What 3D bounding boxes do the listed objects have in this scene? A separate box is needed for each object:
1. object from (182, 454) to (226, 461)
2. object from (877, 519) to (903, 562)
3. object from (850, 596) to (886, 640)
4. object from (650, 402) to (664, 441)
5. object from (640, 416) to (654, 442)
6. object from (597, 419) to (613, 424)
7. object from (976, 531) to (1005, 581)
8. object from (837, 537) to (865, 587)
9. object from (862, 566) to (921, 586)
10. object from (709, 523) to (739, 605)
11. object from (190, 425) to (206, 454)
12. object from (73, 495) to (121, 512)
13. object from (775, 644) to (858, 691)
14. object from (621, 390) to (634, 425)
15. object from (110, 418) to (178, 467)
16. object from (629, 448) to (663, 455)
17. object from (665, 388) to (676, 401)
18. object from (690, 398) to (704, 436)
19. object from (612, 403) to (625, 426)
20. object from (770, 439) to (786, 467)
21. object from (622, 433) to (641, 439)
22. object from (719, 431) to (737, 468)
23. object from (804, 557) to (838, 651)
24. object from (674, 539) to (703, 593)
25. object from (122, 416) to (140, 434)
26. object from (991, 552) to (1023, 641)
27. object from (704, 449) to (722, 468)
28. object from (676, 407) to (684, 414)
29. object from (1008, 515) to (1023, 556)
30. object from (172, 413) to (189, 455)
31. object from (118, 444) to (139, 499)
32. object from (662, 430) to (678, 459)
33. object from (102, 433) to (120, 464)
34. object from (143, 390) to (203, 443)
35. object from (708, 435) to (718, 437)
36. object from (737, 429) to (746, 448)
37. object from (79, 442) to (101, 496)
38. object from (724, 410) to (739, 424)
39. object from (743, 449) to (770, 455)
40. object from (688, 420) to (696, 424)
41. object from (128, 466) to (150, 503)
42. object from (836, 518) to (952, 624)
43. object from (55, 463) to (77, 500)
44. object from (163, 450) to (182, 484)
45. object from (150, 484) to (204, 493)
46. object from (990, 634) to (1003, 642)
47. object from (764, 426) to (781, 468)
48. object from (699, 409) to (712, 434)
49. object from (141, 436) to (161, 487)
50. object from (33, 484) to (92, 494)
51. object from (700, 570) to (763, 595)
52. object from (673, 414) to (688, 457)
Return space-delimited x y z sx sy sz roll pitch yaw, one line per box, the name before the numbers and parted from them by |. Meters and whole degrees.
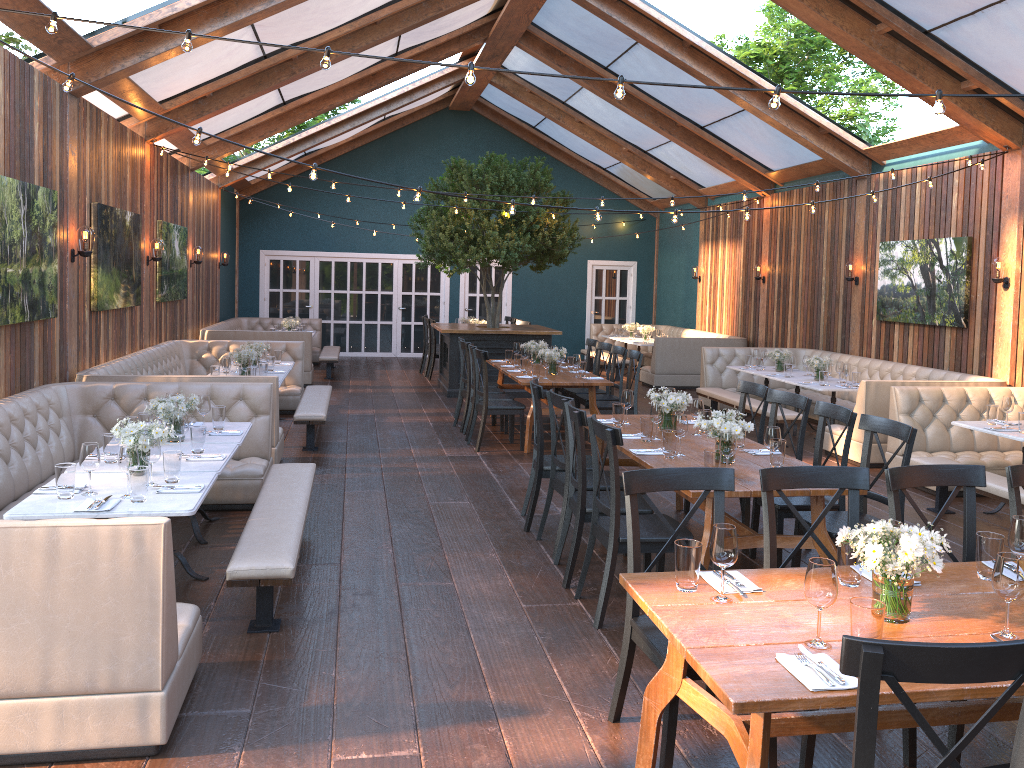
object | -1.780 0.418 5.082 0.255 0.019 0.158 0 7 -10
object | 1.262 0.582 2.957 0.092 0.243 0.092 4 4 32
object | 0.976 0.679 2.438 0.092 0.157 0.092 3 4 16
object | 0.944 0.241 5.770 0.092 0.243 0.092 4 4 32
object | 0.868 0.291 5.693 0.092 0.157 0.092 3 4 16
object | 0.674 0.266 6.430 0.255 0.019 0.158 0 7 -10
object | 1.697 0.614 3.146 0.092 0.157 0.092 3 4 16
object | 1.164 0.612 3.044 0.092 0.157 0.092 3 4 16
object | 1.326 0.678 3.118 0.157 0.019 0.256 0 7 -10
object | 0.682 0.578 2.855 0.092 0.243 0.092 4 4 32
object | -1.854 0.329 5.226 0.092 0.157 0.092 0 4 -24
object | -1.879 0.541 4.026 0.157 0.019 0.256 0 7 -10
object | 0.810 0.753 2.367 0.157 0.019 0.256 0 7 -10
object | 0.827 0.166 6.363 0.092 0.243 0.092 4 4 38
object | -1.944 0.322 4.633 0.329 0.308 0.337 -2 6 -36
object | 0.844 0.402 5.322 0.255 0.019 0.158 0 7 -10
object | 1.168 0.152 6.554 0.092 0.243 0.092 4 4 38
object | 1.250 0.224 5.970 0.092 0.243 0.092 4 4 32
object | 0.754 0.218 6.269 0.092 0.157 0.092 4 5 36
object | 1.491 0.392 4.973 0.092 0.157 0.092 3 4 16
object | 0.790 0.341 5.844 0.255 0.019 0.158 0 7 -10
object | 1.141 0.374 4.681 0.092 0.243 0.092 4 4 32
object | 0.876 0.624 2.516 0.092 0.243 0.092 4 4 32
object | 0.585 0.607 2.950 0.092 0.157 0.092 3 4 16
object | -2.146 0.307 4.984 0.092 0.243 0.092 4 4 32
object | 1.470 0.628 2.620 0.092 0.243 0.092 4 4 32
object | 1.042 0.423 4.604 0.092 0.157 0.092 3 4 16
object | 1.252 0.185 6.656 0.092 0.157 0.092 3 4 26
object | 1.765 0.583 3.062 0.092 0.243 0.092 4 4 32
object | -1.928 0.294 5.145 0.092 0.243 0.092 4 4 32
object | -1.807 0.413 4.172 0.092 0.243 0.092 4 4 32
object | 0.922 0.353 5.171 0.092 0.157 0.092 3 4 16
object | -2.223 0.357 4.907 0.092 0.157 0.092 0 4 -24
object | -2.130 0.206 5.566 0.329 0.308 0.337 3 5 12
object | 1.411 0.346 5.922 0.255 0.019 0.158 0 7 -10
object | 1.427 0.320 5.564 0.092 0.157 0.092 3 4 16
object | -2.005 0.404 4.201 0.092 0.243 0.092 4 4 32
object | 1.357 0.286 5.468 0.092 0.243 0.092 4 4 32
object | 1.519 0.410 5.408 0.255 0.019 0.158 0 7 -10
object | 1.326 0.274 6.512 0.255 0.019 0.158 0 7 -10
object | -1.729 0.466 4.099 0.092 0.157 0.092 0 4 -24
object | 1.184 0.571 2.760 0.336 0.308 0.330 4 5 23
object | -2.081 0.454 4.124 0.092 0.157 0.092 0 4 -24
object | -1.724 0.420 4.488 0.092 0.157 0.092 0 4 -24
object | -1.649 0.509 4.344 0.255 0.019 0.158 0 7 -10
object | 1.410 0.756 2.476 0.157 0.019 0.256 0 7 -10
object | 1.436 0.358 4.878 0.092 0.243 0.092 4 4 32
object | 1.322 0.257 6.070 0.092 0.157 0.092 3 4 16
object | -1.798 0.385 4.407 0.092 0.243 0.092 4 4 32
object | -2.159 0.504 4.276 0.255 0.019 0.158 0 7 -10
object | 0.749 0.675 3.011 0.157 0.019 0.256 0 7 -10
object | 0.998 0.303 5.248 0.092 0.243 0.092 4 4 32
